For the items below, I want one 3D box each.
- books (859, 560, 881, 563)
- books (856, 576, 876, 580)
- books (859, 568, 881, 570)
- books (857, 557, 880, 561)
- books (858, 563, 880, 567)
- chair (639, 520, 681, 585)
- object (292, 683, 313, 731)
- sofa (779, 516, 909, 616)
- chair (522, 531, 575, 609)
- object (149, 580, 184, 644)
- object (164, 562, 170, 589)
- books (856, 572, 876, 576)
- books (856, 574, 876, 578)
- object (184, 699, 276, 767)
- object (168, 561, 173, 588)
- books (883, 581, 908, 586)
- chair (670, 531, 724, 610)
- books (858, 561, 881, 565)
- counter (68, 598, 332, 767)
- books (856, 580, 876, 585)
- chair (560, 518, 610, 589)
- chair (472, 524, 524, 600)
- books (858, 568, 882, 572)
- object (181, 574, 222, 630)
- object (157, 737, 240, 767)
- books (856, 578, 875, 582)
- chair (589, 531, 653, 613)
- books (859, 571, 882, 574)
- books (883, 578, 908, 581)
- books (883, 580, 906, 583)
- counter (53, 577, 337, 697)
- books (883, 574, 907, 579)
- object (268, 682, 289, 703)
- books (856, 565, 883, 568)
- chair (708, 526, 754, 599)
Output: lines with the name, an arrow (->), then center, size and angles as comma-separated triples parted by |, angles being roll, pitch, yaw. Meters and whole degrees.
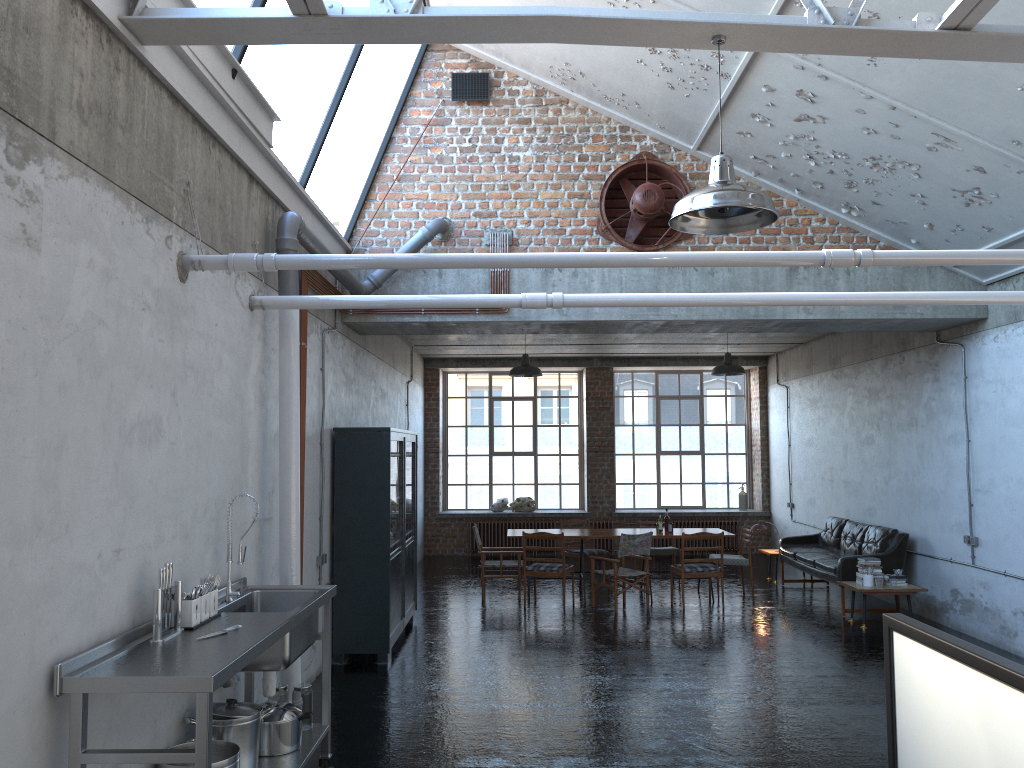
books -> 4.258, 2.109, 10.560 | 0.205, 0.020, 0.155 | 0, -4, 0
books -> 4.246, 2.300, 10.534 | 0.249, 0.023, 0.175 | 0, -4, 1
books -> 4.259, 2.194, 10.553 | 0.205, 0.022, 0.155 | 0, -4, -5
books -> 4.253, 2.088, 10.571 | 0.201, 0.024, 0.159 | 0, -4, -10
books -> 4.245, 2.152, 10.557 | 0.231, 0.023, 0.162 | -2, -4, 16
chair -> 2.276, 2.619, 13.756 | 0.589, 0.971, 0.577 | 0, -4, 0
object -> -1.349, 2.069, 5.701 | 0.130, 0.285, 0.130 | 1, -4, -14
sofa -> 4.477, 2.420, 12.199 | 0.929, 1.045, 2.610 | 0, -4, 0
chair -> 0.491, 2.469, 11.841 | 0.573, 1.028, 0.509 | -2, -5, 20
object -> -1.694, 1.118, 4.365 | 0.067, 0.260, 0.322 | 0, -4, 0
object -> -1.695, 0.942, 4.358 | 0.022, 0.132, 0.033 | 0, -4, -4
books -> 4.255, 2.261, 10.553 | 0.245, 0.028, 0.193 | 0, -4, -5
books -> 4.256, 2.282, 10.550 | 0.255, 0.014, 0.192 | -1, -4, 3
object -> -1.581, 1.969, 4.979 | 0.346, 0.394, 0.392 | -2, -5, 25
object -> -1.695, 0.945, 4.400 | 0.022, 0.132, 0.033 | 0, -4, -4
books -> 4.518, 2.355, 10.484 | 0.179, 0.034, 0.243 | 1, -4, -17
chair -> 2.442, 2.449, 11.713 | 0.573, 1.028, 0.509 | 0, -4, -10
books -> 4.259, 2.131, 10.569 | 0.209, 0.023, 0.167 | 0, -4, -6
counter -> -1.475, 1.849, 4.657 | 0.589, 1.160, 2.374 | 0, -4, 0
books -> 4.244, 2.355, 10.531 | 0.248, 0.043, 0.192 | 0, -4, 0
chair -> 1.120, 2.598, 13.603 | 0.573, 1.028, 0.509 | 3, -5, -35
chair -> -0.192, 2.512, 12.548 | 0.713, 1.031, 0.574 | 0, -4, 0
books -> 4.261, 2.216, 10.558 | 0.224, 0.021, 0.158 | 0, -4, 0
object -> -1.689, 1.156, 4.743 | 0.166, 0.234, 0.454 | 0, -4, 2
object -> -1.610, 2.015, 4.563 | 0.403, 0.231, 0.505 | -1, -4, 12
books -> 4.246, 2.323, 10.532 | 0.249, 0.023, 0.175 | 0, -4, -4
chair -> 1.437, 2.432, 11.587 | 0.574, 1.031, 0.713 | 2, -5, -30
books -> 4.262, 2.236, 10.551 | 0.221, 0.023, 0.147 | 0, -4, -1
books -> 4.522, 2.303, 10.495 | 0.243, 0.024, 0.175 | 0, -4, -4
books -> 4.509, 2.326, 10.491 | 0.166, 0.024, 0.227 | 1, -5, -21
counter -> -1.485, 1.516, 4.681 | 0.625, 0.644, 2.435 | 0, -4, 0
books -> 4.513, 2.276, 10.490 | 0.225, 0.029, 0.179 | 0, -4, -8
object -> -1.501, 2.070, 5.702 | 0.130, 0.285, 0.130 | 1, -4, -14
books -> 4.254, 2.173, 10.556 | 0.244, 0.019, 0.174 | 0, -4, 0
chair -> 3.107, 2.524, 12.535 | 0.577, 0.971, 0.589 | 0, -4, 0
